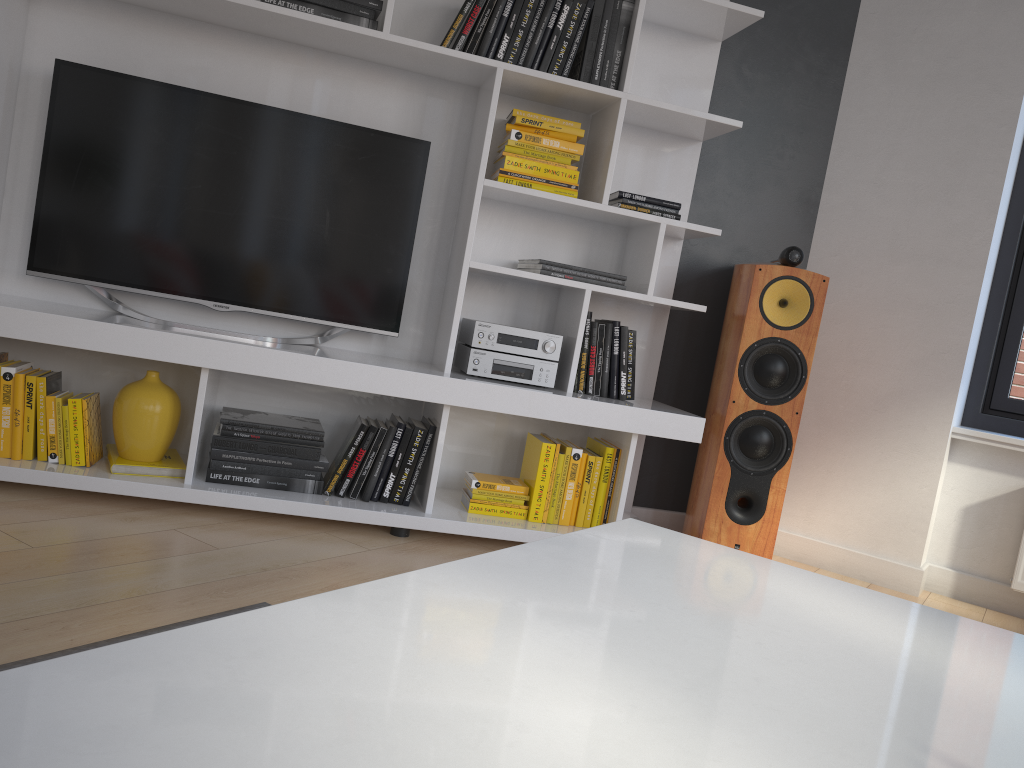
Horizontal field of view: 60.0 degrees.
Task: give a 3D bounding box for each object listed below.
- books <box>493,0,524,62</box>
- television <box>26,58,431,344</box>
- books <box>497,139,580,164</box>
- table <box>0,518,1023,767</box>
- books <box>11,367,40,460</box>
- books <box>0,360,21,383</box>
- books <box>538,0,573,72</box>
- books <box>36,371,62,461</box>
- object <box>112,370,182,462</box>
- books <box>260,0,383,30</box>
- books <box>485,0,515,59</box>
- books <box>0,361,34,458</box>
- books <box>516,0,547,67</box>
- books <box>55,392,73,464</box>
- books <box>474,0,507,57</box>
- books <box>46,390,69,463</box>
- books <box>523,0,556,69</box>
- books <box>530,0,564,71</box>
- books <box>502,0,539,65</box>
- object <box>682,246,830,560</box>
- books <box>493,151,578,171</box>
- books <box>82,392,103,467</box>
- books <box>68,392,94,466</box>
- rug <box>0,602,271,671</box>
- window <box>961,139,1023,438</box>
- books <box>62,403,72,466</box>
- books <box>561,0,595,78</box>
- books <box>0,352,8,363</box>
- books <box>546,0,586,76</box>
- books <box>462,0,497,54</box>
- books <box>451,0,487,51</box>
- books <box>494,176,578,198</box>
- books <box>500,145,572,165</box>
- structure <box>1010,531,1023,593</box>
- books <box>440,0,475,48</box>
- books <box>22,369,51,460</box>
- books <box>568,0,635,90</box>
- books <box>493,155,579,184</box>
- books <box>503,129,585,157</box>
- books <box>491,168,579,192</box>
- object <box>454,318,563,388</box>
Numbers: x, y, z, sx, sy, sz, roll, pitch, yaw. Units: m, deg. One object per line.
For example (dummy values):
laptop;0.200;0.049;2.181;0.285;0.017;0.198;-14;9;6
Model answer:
books;-0.025;-1.097;2.784;0.068;0.243;0.179;9;5;-15
television;-0.851;-0.509;2.723;1.102;0.704;0.207;9;5;-14
books;0.083;-0.751;2.893;0.239;0.019;0.171;9;5;-14
table;0.306;0.500;0.588;1.091;0.435;1.091;13;5;31
books;-1.370;0.081;2.498;0.043;0.240;0.169;9;5;-15
books;-1.425;0.065;2.493;0.041;0.252;0.180;9;5;-14
books;0.114;-1.076;2.808;0.071;0.243;0.179;9;5;-15
books;-1.323;0.088;2.539;0.056;0.235;0.172;9;5;-14
object;-1.066;0.089;2.589;0.185;0.257;0.185;7;5;-36
books;-0.582;-1.138;2.690;0.343;0.137;0.277;9;5;-19
books;-0.051;-1.109;2.783;0.075;0.254;0.192;9;5;-15
books;-1.403;0.068;2.509;0.055;0.252;0.185;9;5;-15
books;0.044;-1.097;2.805;0.066;0.260;0.197;9;5;-14
books;-1.269;0.123;2.524;0.046;0.187;0.134;9;5;-14
books;-0.069;-1.102;2.753;0.069;0.242;0.172;9;4;-13
books;-1.291;0.119;2.526;0.056;0.188;0.138;9;5;-14
books;0.069;-1.080;2.784;0.069;0.242;0.172;9;4;-13
books;0.087;-1.087;2.814;0.075;0.254;0.192;9;5;-15
books;0.011;-1.097;2.797;0.084;0.249;0.191;9;5;-14
object;0.818;0.079;3.063;0.290;1.088;0.434;10;4;1
books;0.074;-0.715;2.897;0.251;0.014;0.189;9;4;-10
books;-1.205;0.129;2.551;0.046;0.193;0.149;9;4;-13
books;-1.227;0.127;2.537;0.067;0.193;0.148;9;4;-13
rug;0.008;0.670;0.622;2.326;0.016;1.662;13;5;31
window;2.753;-0.833;2.804;1.960;2.402;0.170;13;5;31
books;-1.250;0.137;2.517;0.049;0.169;0.113;9;5;-15
books;0.181;-1.074;2.836;0.066;0.260;0.197;9;5;-14
books;-1.465;0.051;2.496;0.038;0.267;0.202;9;4;-13
books;0.148;-1.075;2.828;0.084;0.249;0.191;9;5;-14
books;-0.105;-1.106;2.757;0.081;0.233;0.169;9;5;-15
books;-0.138;-1.112;2.763;0.096;0.234;0.187;9;4;-13
books;0.069;-0.625;2.879;0.257;0.028;0.194;10;4;-9
books;0.072;-0.731;2.875;0.217;0.023;0.145;9;4;-9
structure;2.329;0.704;2.627;1.474;0.460;0.110;13;5;31
books;-0.170;-1.118;2.751;0.104;0.234;0.182;9;5;-13
books;-1.351;0.084;2.523;0.043;0.235;0.171;9;5;-15
books;0.273;-1.087;2.884;0.128;0.321;0.259;9;5;-14
books;0.074;-0.685;2.887;0.243;0.042;0.189;9;5;-14
books;0.098;-0.774;2.891;0.239;0.033;0.176;9;4;-10
books;0.068;-0.652;2.884;0.257;0.024;0.203;9;4;-11
object;-0.016;-0.102;2.896;0.285;0.174;0.270;9;5;-14
